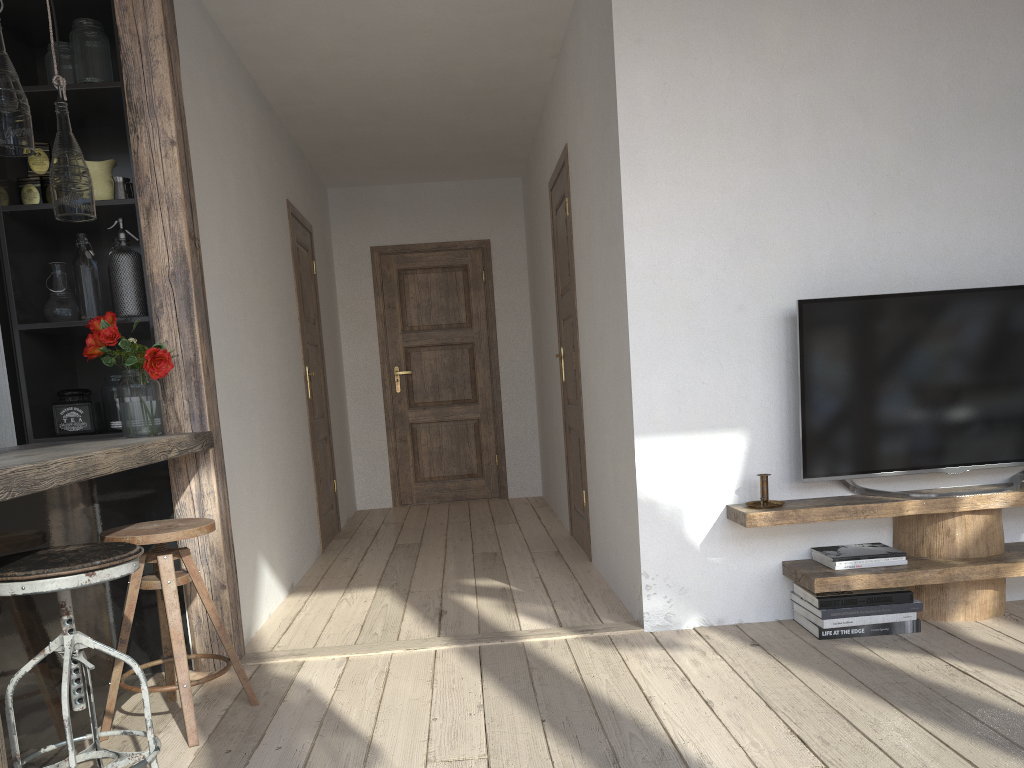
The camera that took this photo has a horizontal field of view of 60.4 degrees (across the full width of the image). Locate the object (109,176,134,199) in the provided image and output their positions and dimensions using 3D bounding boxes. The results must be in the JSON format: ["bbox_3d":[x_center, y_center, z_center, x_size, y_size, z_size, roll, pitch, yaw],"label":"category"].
[{"bbox_3d":[-1.325,-0.664,3.012,0.093,0.097,0.074,-4,5,-2],"label":"object"}]

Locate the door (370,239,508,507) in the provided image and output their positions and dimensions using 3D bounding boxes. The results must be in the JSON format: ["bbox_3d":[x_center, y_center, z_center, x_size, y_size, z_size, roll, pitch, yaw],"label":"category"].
[{"bbox_3d":[-0.569,-0.068,7.023,0.941,2.097,0.081,-4,7,-3],"label":"door"}]

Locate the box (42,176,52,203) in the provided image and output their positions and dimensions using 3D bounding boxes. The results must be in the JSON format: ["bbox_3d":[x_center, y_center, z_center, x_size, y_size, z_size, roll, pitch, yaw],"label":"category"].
[{"bbox_3d":[-1.562,-0.656,3.047,0.083,0.115,0.082,-3,5,7],"label":"box"}]

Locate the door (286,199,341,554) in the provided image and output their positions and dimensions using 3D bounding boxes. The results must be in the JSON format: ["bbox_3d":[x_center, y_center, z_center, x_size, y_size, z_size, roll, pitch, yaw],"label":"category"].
[{"bbox_3d":[-1.238,-0.017,5.560,0.082,2.097,0.830,-4,6,-3],"label":"door"}]

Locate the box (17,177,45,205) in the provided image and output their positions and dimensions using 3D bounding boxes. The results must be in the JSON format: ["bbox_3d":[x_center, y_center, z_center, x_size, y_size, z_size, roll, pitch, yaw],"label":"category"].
[{"bbox_3d":[-1.649,-0.649,3.046,0.083,0.115,0.082,-4,5,-3],"label":"box"}]

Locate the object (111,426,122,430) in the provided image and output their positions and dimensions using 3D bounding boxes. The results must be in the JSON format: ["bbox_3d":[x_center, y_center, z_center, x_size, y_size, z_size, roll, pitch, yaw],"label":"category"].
[{"bbox_3d":[-1.334,0.156,3.186,0.214,0.025,0.213,-4,0,45],"label":"object"}]

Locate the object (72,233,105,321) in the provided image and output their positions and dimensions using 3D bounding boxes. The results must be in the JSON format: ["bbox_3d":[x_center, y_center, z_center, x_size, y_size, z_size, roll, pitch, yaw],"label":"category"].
[{"bbox_3d":[-1.474,-0.366,3.052,0.086,0.306,0.085,-5,7,-11],"label":"object"}]

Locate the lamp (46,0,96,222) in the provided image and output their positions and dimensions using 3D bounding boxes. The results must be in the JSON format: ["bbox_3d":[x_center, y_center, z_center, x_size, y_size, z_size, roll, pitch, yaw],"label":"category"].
[{"bbox_3d":[-1.195,-1.134,2.350,0.226,1.359,0.107,-4,7,-1],"label":"lamp"}]

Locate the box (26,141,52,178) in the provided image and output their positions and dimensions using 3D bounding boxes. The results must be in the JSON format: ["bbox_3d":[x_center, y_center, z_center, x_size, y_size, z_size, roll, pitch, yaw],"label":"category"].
[{"bbox_3d":[-1.623,-0.764,3.021,0.082,0.115,0.082,-6,5,-23],"label":"box"}]

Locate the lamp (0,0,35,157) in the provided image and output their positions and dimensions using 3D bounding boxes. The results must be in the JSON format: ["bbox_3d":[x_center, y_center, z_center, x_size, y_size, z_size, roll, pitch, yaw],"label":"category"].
[{"bbox_3d":[-1.187,-1.185,2.034,0.240,1.254,0.106,-3,7,9],"label":"lamp"}]

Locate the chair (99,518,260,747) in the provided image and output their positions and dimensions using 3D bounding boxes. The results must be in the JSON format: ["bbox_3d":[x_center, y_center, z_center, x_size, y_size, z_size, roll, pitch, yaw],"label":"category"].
[{"bbox_3d":[-1.013,0.716,2.610,0.341,0.603,0.336,-2,6,17],"label":"chair"}]

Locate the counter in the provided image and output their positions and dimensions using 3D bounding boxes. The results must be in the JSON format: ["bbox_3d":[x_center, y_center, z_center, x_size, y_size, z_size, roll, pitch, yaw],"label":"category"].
[{"bbox_3d":[-2.009,0.666,1.164,2.240,0.861,3.782,-4,1,-3],"label":"counter"}]

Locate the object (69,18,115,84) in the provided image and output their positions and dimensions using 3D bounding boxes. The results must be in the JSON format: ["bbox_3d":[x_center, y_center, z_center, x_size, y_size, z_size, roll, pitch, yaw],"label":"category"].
[{"bbox_3d":[-1.398,-1.088,2.926,0.125,0.209,0.123,-4,5,1],"label":"object"}]

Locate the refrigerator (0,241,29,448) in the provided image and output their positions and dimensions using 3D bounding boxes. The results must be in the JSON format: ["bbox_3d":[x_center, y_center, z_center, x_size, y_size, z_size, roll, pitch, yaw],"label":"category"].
[{"bbox_3d":[-2.182,0.109,3.300,0.943,1.946,0.841,-4,6,-3],"label":"refrigerator"}]

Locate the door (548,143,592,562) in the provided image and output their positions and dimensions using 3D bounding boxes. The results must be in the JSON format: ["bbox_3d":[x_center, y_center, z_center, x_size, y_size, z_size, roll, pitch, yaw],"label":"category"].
[{"bbox_3d":[0.312,-0.123,4.787,0.082,2.097,0.830,-4,6,-3],"label":"door"}]

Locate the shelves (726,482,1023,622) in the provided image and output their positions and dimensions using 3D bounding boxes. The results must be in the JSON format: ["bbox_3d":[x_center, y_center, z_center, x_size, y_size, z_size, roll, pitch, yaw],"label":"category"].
[{"bbox_3d":[1.599,0.608,3.116,1.601,0.457,0.327,-4,5,-3],"label":"shelves"}]

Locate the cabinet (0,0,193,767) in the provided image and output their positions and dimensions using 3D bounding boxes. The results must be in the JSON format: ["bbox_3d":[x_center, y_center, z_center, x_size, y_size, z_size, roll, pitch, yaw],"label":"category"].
[{"bbox_3d":[-2.148,-0.160,1.257,2.091,2.534,4.179,-4,2,-3],"label":"cabinet"}]

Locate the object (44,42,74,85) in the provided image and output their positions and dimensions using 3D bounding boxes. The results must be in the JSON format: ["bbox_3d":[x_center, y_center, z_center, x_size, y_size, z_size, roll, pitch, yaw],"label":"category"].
[{"bbox_3d":[-1.525,-1.063,3.011,0.126,0.174,0.124,0,6,36],"label":"object"}]

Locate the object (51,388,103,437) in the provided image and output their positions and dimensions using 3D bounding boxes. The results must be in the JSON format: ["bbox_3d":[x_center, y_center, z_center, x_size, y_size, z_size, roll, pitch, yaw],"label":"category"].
[{"bbox_3d":[-1.545,0.099,3.126,0.134,0.167,0.133,-5,5,-13],"label":"object"}]

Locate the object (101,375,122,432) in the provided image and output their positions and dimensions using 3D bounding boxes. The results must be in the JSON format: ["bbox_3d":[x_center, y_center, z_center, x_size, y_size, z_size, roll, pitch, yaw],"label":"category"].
[{"bbox_3d":[-1.469,0.072,3.306,0.124,0.209,0.124,-6,6,-17],"label":"object"}]

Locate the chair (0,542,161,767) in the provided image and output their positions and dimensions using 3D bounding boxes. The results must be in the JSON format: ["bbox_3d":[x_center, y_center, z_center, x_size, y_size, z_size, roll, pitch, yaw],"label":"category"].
[{"bbox_3d":[-0.988,0.697,1.996,0.354,0.644,0.349,-1,6,30],"label":"chair"}]

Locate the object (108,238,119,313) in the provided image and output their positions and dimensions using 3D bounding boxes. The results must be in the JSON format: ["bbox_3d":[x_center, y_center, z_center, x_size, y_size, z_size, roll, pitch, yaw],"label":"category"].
[{"bbox_3d":[-1.405,-0.371,3.171,0.086,0.306,0.085,2,9,43],"label":"object"}]

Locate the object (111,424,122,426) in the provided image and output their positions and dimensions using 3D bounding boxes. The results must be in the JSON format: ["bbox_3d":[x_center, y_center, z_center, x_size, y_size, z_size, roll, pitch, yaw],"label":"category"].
[{"bbox_3d":[-1.334,0.148,3.185,0.213,0.025,0.214,-4,0,-35],"label":"object"}]

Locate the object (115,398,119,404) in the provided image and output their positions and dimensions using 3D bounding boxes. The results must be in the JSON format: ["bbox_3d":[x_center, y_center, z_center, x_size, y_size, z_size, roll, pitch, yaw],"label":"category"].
[{"bbox_3d":[-1.339,0.090,3.177,0.162,0.086,0.161,-4,2,10],"label":"object"}]

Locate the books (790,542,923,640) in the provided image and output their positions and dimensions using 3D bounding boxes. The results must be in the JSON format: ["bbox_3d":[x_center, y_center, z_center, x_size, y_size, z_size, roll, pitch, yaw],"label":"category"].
[{"bbox_3d":[1.207,0.726,3.109,0.360,0.268,0.288,-4,3,-3],"label":"books"}]

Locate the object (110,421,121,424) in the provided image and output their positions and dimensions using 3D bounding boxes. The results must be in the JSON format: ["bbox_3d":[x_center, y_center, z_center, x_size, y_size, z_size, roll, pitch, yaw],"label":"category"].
[{"bbox_3d":[-1.335,0.140,3.184,0.213,0.025,0.214,-4,0,-40],"label":"object"}]

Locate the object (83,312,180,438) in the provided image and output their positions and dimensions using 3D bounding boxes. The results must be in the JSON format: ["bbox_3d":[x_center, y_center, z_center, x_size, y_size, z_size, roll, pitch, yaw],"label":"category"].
[{"bbox_3d":[-1.238,-0.033,2.892,0.312,0.420,0.248,-1,6,30],"label":"object"}]

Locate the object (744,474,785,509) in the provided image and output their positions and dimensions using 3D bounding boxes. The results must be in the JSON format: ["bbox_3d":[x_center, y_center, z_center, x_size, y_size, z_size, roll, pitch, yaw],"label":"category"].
[{"bbox_3d":[0.886,0.374,3.091,0.139,0.114,0.139,-5,3,-21],"label":"object"}]

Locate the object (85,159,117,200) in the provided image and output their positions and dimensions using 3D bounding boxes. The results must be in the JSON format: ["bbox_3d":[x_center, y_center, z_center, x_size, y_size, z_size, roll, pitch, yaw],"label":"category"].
[{"bbox_3d":[-1.446,-0.692,3.060,0.149,0.172,0.135,-5,5,-17],"label":"object"}]

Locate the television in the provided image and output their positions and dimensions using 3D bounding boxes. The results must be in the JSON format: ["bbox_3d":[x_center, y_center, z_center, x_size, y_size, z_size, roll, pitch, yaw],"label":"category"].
[{"bbox_3d":[1.546,0.029,3.086,1.102,0.715,0.204,-4,7,-3],"label":"television"}]

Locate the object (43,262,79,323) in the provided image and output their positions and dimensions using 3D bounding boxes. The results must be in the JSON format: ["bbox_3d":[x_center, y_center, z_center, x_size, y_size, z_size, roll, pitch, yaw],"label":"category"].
[{"bbox_3d":[-1.603,-0.316,3.132,0.132,0.223,0.130,-3,5,9],"label":"object"}]

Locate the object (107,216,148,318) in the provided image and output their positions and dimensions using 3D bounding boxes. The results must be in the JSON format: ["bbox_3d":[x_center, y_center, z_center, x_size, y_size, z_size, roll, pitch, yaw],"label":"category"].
[{"bbox_3d":[-1.331,-0.400,3.040,0.109,0.355,0.107,-1,7,27],"label":"object"}]

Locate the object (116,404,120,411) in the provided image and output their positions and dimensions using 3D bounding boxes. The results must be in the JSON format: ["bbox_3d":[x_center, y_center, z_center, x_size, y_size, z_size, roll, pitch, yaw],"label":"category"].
[{"bbox_3d":[-1.338,0.108,3.179,0.162,0.086,0.161,-4,2,10],"label":"object"}]
